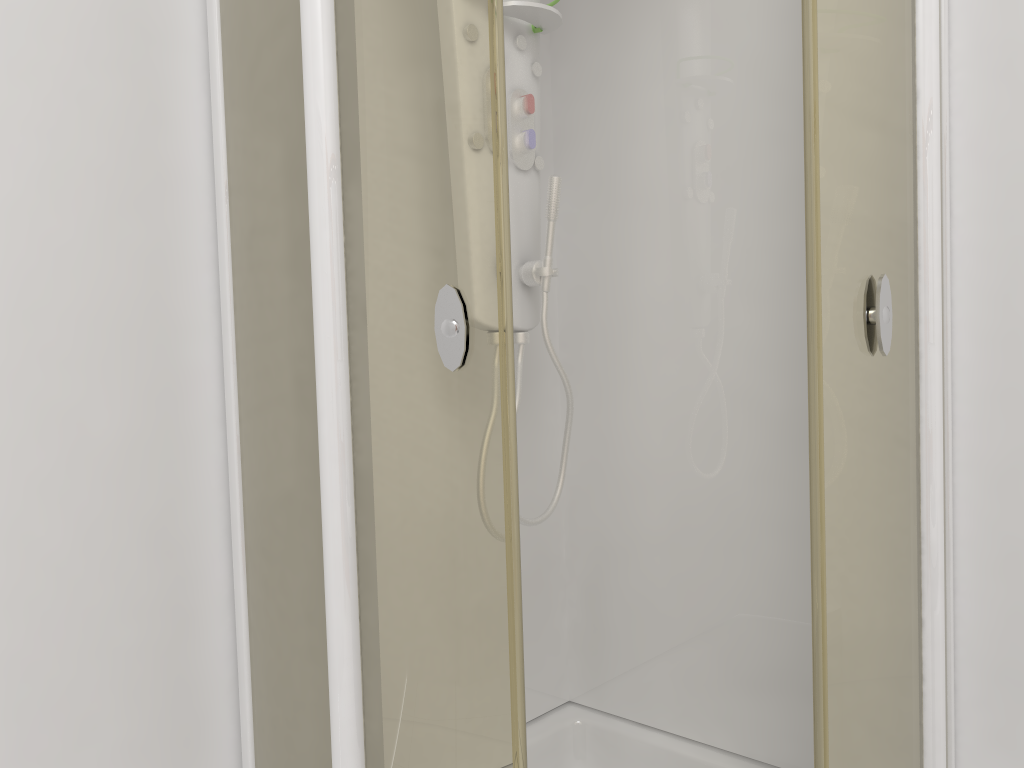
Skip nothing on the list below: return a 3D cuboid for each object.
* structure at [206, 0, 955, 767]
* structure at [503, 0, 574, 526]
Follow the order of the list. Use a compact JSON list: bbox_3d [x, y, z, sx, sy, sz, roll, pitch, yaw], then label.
[{"bbox_3d":[0.140,-0.084,1.429,0.933,2.234,0.932,1,4,42],"label":"structure"},{"bbox_3d":[0.117,-0.396,1.596,0.358,1.343,0.201,1,4,42],"label":"structure"}]
